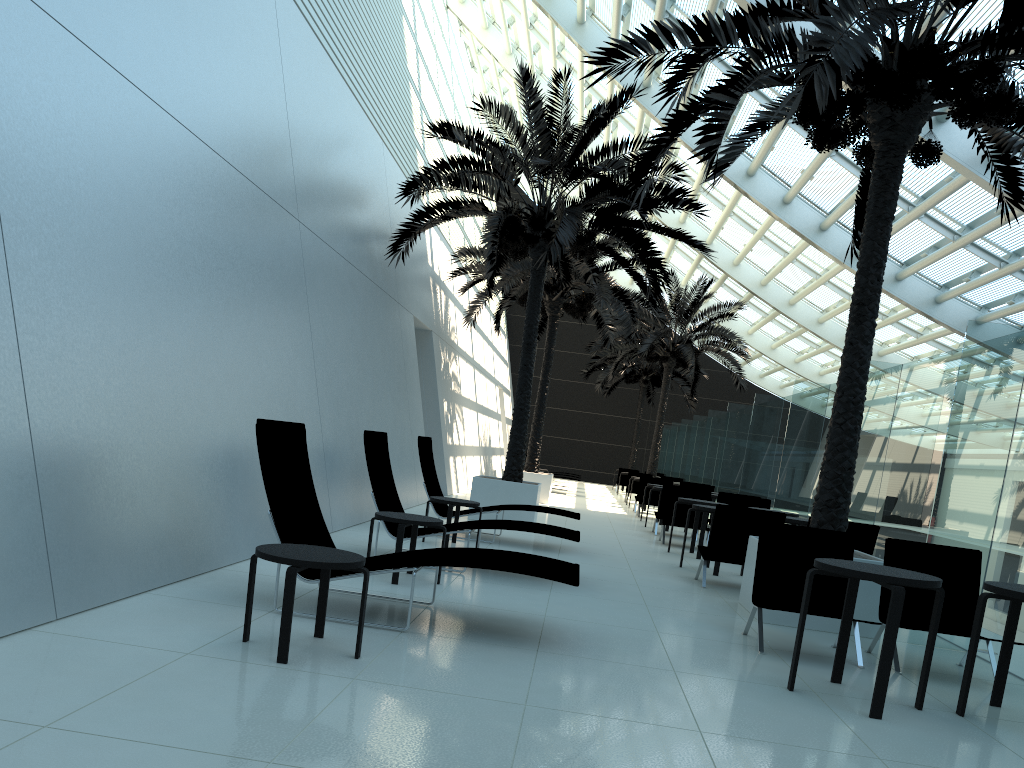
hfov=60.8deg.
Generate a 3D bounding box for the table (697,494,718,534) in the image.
[{"bbox_3d":[3.876,2.466,16.222,0.685,0.787,0.668,6,3,-43],"label":"table"}]

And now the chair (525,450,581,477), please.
[{"bbox_3d":[1.389,2.901,30.158,2.033,1.167,0.916,7,2,4],"label":"chair"}]

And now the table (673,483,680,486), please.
[{"bbox_3d":[4.322,2.916,21.857,0.685,0.787,0.668,6,3,-43],"label":"table"}]

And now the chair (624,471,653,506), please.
[{"bbox_3d":[3.601,2.954,24.617,0.715,0.894,0.883,8,1,5],"label":"chair"}]

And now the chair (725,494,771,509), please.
[{"bbox_3d":[3.633,2.177,13.334,0.715,0.894,0.883,8,1,5],"label":"chair"}]

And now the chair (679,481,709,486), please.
[{"bbox_3d":[4.230,2.765,20.676,0.715,0.894,0.883,8,1,5],"label":"chair"}]

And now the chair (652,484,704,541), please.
[{"bbox_3d":[2.861,2.196,15.100,0.715,0.894,0.883,8,1,5],"label":"chair"}]

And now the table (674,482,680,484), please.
[{"bbox_3d":[4.444,3.031,23.286,0.669,0.787,0.685,9,3,43],"label":"table"}]

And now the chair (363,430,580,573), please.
[{"bbox_3d":[-0.352,1.149,8.193,2.033,1.167,0.916,7,2,4],"label":"chair"}]

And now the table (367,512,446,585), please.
[{"bbox_3d":[-0.864,1.333,7.093,0.559,0.521,0.545,7,1,-43],"label":"table"}]

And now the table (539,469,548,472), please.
[{"bbox_3d":[0.876,3.085,29.057,0.559,0.521,0.545,7,1,-43],"label":"table"}]

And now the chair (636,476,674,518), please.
[{"bbox_3d":[3.159,2.509,19.041,0.715,0.894,0.883,8,1,5],"label":"chair"}]

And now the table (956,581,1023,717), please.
[{"bbox_3d":[2.993,1.569,4.963,0.686,0.787,0.668,6,3,-38],"label":"table"}]

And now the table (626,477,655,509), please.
[{"bbox_3d":[3.486,2.907,23.347,0.669,0.787,0.685,9,3,43],"label":"table"}]

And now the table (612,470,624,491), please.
[{"bbox_3d":[4.256,3.691,33.179,0.686,0.787,0.668,6,3,-38],"label":"table"}]

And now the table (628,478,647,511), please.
[{"bbox_3d":[3.364,2.792,21.919,0.685,0.787,0.668,6,3,-43],"label":"table"}]

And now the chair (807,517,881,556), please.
[{"bbox_3d":[3.325,1.853,9.254,0.715,0.894,0.883,8,1,5],"label":"chair"}]

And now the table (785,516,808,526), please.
[{"bbox_3d":[3.417,2.004,10.435,0.685,0.787,0.668,6,3,-43],"label":"table"}]

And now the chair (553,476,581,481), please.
[{"bbox_3d":[0.975,2.484,24.940,2.033,1.167,0.916,7,2,4],"label":"chair"}]

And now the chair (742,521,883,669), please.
[{"bbox_3d":[2.141,1.484,6.192,0.715,0.894,0.883,8,1,5],"label":"chair"}]

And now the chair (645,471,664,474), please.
[{"bbox_3d":[5.122,3.663,31.937,0.715,0.894,0.883,8,1,5],"label":"chair"}]

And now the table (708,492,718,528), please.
[{"bbox_3d":[4.001,2.584,17.685,0.669,0.787,0.685,9,3,43],"label":"table"}]

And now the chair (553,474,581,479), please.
[{"bbox_3d":[1.179,2.689,27.509,2.033,1.167,0.916,7,2,4],"label":"chair"}]

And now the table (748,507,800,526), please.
[{"bbox_3d":[3.554,2.134,12.049,0.669,0.787,0.685,9,3,43],"label":"table"}]

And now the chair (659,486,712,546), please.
[{"bbox_3d":[2.712,2.058,13.393,0.715,0.894,0.883,8,1,5],"label":"chair"}]

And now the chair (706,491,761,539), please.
[{"bbox_3d":[3.783,2.315,15.041,0.715,0.894,0.883,8,1,5],"label":"chair"}]

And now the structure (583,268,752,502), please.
[{"bbox_3d":[4.600,0.134,26.433,4.828,7.079,4.397,7,4,-2],"label":"structure"}]

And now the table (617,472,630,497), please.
[{"bbox_3d":[3.934,3.359,29.007,0.669,0.787,0.685,9,3,43],"label":"table"}]

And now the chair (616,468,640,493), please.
[{"bbox_3d":[4.051,3.407,30.302,0.715,0.894,0.883,8,1,5],"label":"chair"}]

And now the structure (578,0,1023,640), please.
[{"bbox_3d":[3.090,-1.391,7.313,4.773,7.078,4.448,9,4,23],"label":"structure"}]

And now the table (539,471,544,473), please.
[{"bbox_3d":[0.666,2.874,26.408,0.559,0.521,0.545,7,1,-43],"label":"table"}]

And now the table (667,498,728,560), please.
[{"bbox_3d":[2.596,2.011,12.111,0.669,0.787,0.685,9,3,43],"label":"table"}]

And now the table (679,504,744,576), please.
[{"bbox_3d":[2.459,1.881,10.496,0.685,0.787,0.668,6,3,-43],"label":"table"}]

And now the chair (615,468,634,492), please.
[{"bbox_3d":[4.200,3.544,31.996,0.715,0.894,0.883,8,1,5],"label":"chair"}]

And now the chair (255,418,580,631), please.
[{"bbox_3d":[-0.555,0.944,5.624,2.033,1.167,0.916,7,2,4],"label":"chair"}]

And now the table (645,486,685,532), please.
[{"bbox_3d":[2.917,2.343,16.283,0.685,0.787,0.668,6,3,-43],"label":"table"}]

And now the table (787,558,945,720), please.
[{"bbox_3d":[2.034,1.446,5.024,0.686,0.787,0.668,6,3,-38],"label":"table"}]

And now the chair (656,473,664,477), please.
[{"bbox_3d":[4.973,3.526,30.242,0.715,0.894,0.883,8,1,5],"label":"chair"}]

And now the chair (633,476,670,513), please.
[{"bbox_3d":[3.308,2.646,20.735,0.715,0.894,0.883,8,1,5],"label":"chair"}]

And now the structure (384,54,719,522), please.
[{"bbox_3d":[0.408,-1.244,13.235,4.670,6.891,4.212,7,4,-17],"label":"structure"}]

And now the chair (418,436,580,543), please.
[{"bbox_3d":[-0.148,1.353,10.762,2.033,1.167,0.916,7,2,4],"label":"chair"}]

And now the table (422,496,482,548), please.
[{"bbox_3d":[-0.661,1.538,9.662,0.559,0.521,0.545,7,1,-43],"label":"table"}]

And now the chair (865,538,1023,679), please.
[{"bbox_3d":[3.063,1.603,6.133,0.715,0.894,0.883,8,1,5],"label":"chair"}]

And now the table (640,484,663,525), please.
[{"bbox_3d":[3.042,2.461,17.747,0.669,0.787,0.685,9,3,43],"label":"table"}]

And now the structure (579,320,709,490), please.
[{"bbox_3d":[5.270,0.786,34.566,4.484,7.077,4.737,6,3,-17],"label":"structure"}]

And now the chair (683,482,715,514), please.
[{"bbox_3d":[4.081,2.628,18.982,0.715,0.894,0.883,8,1,5],"label":"chair"}]

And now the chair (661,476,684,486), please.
[{"bbox_3d":[4.523,3.072,24.558,0.715,0.894,0.883,8,1,5],"label":"chair"}]

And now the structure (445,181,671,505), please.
[{"bbox_3d":[0.684,-0.822,19.239,4.221,6.951,4.662,10,4,38],"label":"structure"}]

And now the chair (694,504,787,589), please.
[{"bbox_3d":[2.403,1.735,9.313,0.715,0.894,0.883,8,1,5],"label":"chair"}]

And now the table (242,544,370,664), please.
[{"bbox_3d":[-1.068,1.128,4.524,0.559,0.521,0.545,7,1,-43],"label":"table"}]
